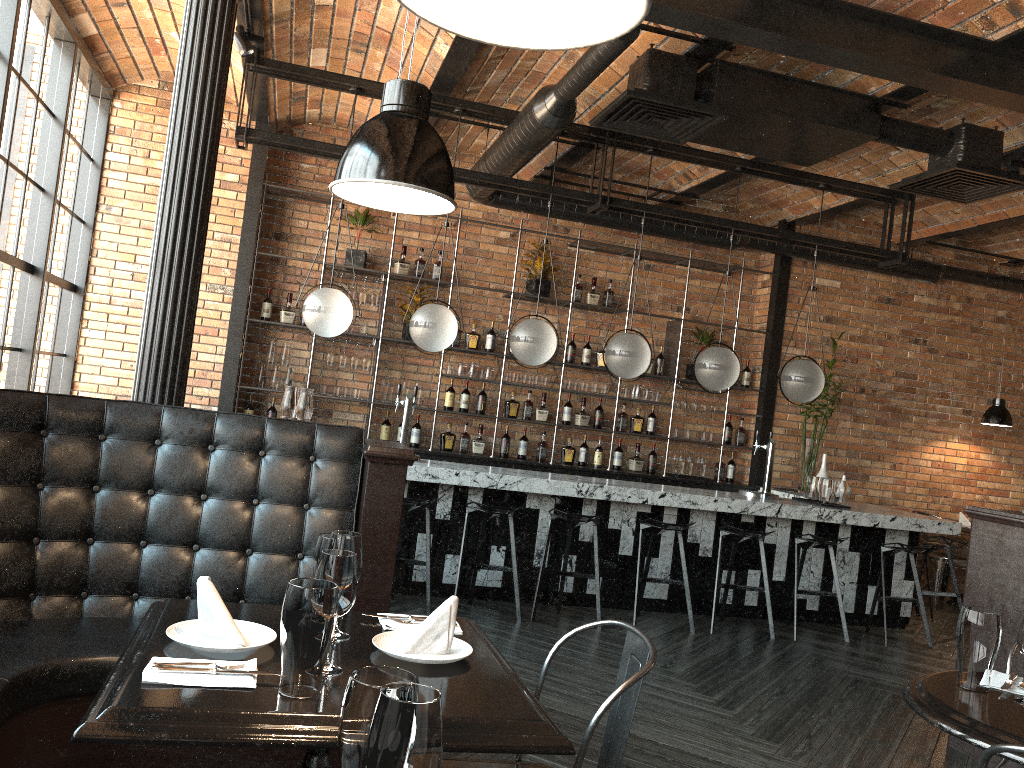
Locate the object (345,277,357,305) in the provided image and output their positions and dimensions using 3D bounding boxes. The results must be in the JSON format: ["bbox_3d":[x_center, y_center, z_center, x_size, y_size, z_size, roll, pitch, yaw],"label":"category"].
[{"bbox_3d":[-1.437,-0.831,7.919,0.092,0.244,0.092,7,-2,-9],"label":"object"}]

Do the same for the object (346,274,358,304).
[{"bbox_3d":[-1.396,-0.830,7.760,0.092,0.244,0.092,7,-2,-9],"label":"object"}]

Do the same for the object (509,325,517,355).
[{"bbox_3d":[0.034,-0.401,8.227,0.086,0.298,0.086,6,-2,35],"label":"object"}]

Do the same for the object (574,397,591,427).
[{"bbox_3d":[0.667,0.268,8.368,0.123,0.279,0.123,8,-2,-26],"label":"object"}]

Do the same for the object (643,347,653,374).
[{"bbox_3d":[1.291,-0.226,8.526,0.123,0.279,0.123,7,-2,-6],"label":"object"}]

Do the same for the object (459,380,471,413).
[{"bbox_3d":[-0.427,0.114,8.135,0.086,0.298,0.086,6,-2,35],"label":"object"}]

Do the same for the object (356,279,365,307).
[{"bbox_3d":[-1.341,-0.818,7.944,0.092,0.244,0.092,7,-2,-9],"label":"object"}]

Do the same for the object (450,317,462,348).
[{"bbox_3d":[-0.510,-0.465,8.081,0.083,0.282,0.083,8,-2,-29],"label":"object"}]

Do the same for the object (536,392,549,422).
[{"bbox_3d":[0.288,0.218,8.271,0.123,0.279,0.123,7,-2,-1],"label":"object"}]

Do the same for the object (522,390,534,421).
[{"bbox_3d":[0.152,0.198,8.251,0.083,0.282,0.083,7,-2,-14],"label":"object"}]

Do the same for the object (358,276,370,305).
[{"bbox_3d":[-1.301,-0.818,7.784,0.092,0.244,0.092,7,-2,-9],"label":"object"}]

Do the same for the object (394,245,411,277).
[{"bbox_3d":[-0.981,-1.102,7.961,0.123,0.279,0.123,8,-2,-26],"label":"object"}]

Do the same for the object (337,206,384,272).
[{"bbox_3d":[-1.365,-1.290,7.888,0.377,0.554,0.422,8,-2,-27],"label":"object"}]

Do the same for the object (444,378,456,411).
[{"bbox_3d":[-0.561,0.097,8.075,0.086,0.299,0.086,6,-2,35],"label":"object"}]

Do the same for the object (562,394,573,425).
[{"bbox_3d":[0.527,0.239,8.354,0.086,0.298,0.086,6,-2,35],"label":"object"}]

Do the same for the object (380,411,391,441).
[{"bbox_3d":[-1.126,0.389,7.931,0.086,0.299,0.086,6,-2,35],"label":"object"}]

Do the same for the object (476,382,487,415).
[{"bbox_3d":[-0.274,0.134,8.145,0.086,0.297,0.086,6,-2,35],"label":"object"}]

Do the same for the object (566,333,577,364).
[{"bbox_3d":[0.562,-0.332,8.358,0.086,0.299,0.086,6,-2,35],"label":"object"}]

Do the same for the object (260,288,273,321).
[{"bbox_3d":[-2.124,-0.684,7.701,0.086,0.298,0.086,6,-2,35],"label":"object"}]

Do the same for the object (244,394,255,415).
[{"bbox_3d":[-2.265,0.239,7.640,0.086,0.299,0.086,6,-2,35],"label":"object"}]

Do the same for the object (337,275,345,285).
[{"bbox_3d":[-1.542,-0.845,7.892,0.092,0.244,0.092,7,-2,-9],"label":"object"}]

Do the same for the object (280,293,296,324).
[{"bbox_3d":[-1.942,-0.651,7.701,0.123,0.279,0.123,8,-2,-25],"label":"object"}]

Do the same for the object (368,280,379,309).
[{"bbox_3d":[-1.242,-0.805,7.969,0.092,0.244,0.092,7,-2,-9],"label":"object"}]

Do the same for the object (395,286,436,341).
[{"bbox_3d":[-0.856,-0.632,7.964,0.430,0.526,0.425,7,-2,-2],"label":"object"}]

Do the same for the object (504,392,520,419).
[{"bbox_3d":[0.001,0.196,8.211,0.151,0.248,0.094,8,-2,-25],"label":"object"}]

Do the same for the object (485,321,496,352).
[{"bbox_3d":[-0.193,-0.430,8.176,0.086,0.298,0.086,6,-2,35],"label":"object"}]

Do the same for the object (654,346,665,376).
[{"bbox_3d":[1.432,-0.217,8.580,0.086,0.297,0.086,6,-2,35],"label":"object"}]

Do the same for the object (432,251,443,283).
[{"bbox_3d":[-0.669,-1.063,8.039,0.083,0.282,0.083,7,-2,1],"label":"object"}]

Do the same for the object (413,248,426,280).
[{"bbox_3d":[-0.828,-1.084,7.998,0.083,0.282,0.083,8,-2,-29],"label":"object"}]

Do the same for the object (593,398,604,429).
[{"bbox_3d":[0.827,0.278,8.426,0.086,0.299,0.086,6,-2,35],"label":"object"}]

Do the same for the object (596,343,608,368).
[{"bbox_3d":[0.871,-0.265,8.433,0.151,0.248,0.094,7,-2,14],"label":"object"}]

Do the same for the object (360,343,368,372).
[{"bbox_3d":[-1.312,-0.237,7.952,0.092,0.244,0.092,7,-2,-9],"label":"object"}]

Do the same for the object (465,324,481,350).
[{"bbox_3d":[-0.357,-0.426,8.119,0.151,0.248,0.094,7,-2,-10],"label":"object"}]

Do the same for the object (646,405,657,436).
[{"bbox_3d":[1.352,0.349,8.571,0.086,0.298,0.086,6,-2,35],"label":"object"}]

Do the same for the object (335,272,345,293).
[{"bbox_3d":[-1.502,-0.844,7.733,0.092,0.244,0.092,7,-2,-9],"label":"object"}]

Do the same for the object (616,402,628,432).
[{"bbox_3d":[1.059,0.317,8.482,0.083,0.282,0.083,8,-2,-29],"label":"object"}]

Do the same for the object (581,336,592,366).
[{"bbox_3d":[0.713,-0.311,8.425,0.086,0.298,0.086,6,-2,35],"label":"object"}]

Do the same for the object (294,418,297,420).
[{"bbox_3d":[-1.927,0.293,7.706,0.123,0.279,0.123,7,-2,-1],"label":"object"}]

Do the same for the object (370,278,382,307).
[{"bbox_3d":[-1.201,-0.805,7.809,0.092,0.244,0.092,7,-2,-9],"label":"object"}]

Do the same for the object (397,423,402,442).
[{"bbox_3d":[-0.981,0.408,7.994,0.086,0.298,0.086,6,-2,35],"label":"object"}]

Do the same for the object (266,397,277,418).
[{"bbox_3d":[-2.074,0.263,7.657,0.086,0.297,0.086,6,-2,20],"label":"object"}]

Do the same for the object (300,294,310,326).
[{"bbox_3d":[-1.796,-0.642,7.756,0.086,0.299,0.086,6,-2,35],"label":"object"}]

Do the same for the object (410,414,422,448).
[{"bbox_3d":[-0.861,0.423,8.000,0.086,0.298,0.086,6,-2,35],"label":"object"}]
